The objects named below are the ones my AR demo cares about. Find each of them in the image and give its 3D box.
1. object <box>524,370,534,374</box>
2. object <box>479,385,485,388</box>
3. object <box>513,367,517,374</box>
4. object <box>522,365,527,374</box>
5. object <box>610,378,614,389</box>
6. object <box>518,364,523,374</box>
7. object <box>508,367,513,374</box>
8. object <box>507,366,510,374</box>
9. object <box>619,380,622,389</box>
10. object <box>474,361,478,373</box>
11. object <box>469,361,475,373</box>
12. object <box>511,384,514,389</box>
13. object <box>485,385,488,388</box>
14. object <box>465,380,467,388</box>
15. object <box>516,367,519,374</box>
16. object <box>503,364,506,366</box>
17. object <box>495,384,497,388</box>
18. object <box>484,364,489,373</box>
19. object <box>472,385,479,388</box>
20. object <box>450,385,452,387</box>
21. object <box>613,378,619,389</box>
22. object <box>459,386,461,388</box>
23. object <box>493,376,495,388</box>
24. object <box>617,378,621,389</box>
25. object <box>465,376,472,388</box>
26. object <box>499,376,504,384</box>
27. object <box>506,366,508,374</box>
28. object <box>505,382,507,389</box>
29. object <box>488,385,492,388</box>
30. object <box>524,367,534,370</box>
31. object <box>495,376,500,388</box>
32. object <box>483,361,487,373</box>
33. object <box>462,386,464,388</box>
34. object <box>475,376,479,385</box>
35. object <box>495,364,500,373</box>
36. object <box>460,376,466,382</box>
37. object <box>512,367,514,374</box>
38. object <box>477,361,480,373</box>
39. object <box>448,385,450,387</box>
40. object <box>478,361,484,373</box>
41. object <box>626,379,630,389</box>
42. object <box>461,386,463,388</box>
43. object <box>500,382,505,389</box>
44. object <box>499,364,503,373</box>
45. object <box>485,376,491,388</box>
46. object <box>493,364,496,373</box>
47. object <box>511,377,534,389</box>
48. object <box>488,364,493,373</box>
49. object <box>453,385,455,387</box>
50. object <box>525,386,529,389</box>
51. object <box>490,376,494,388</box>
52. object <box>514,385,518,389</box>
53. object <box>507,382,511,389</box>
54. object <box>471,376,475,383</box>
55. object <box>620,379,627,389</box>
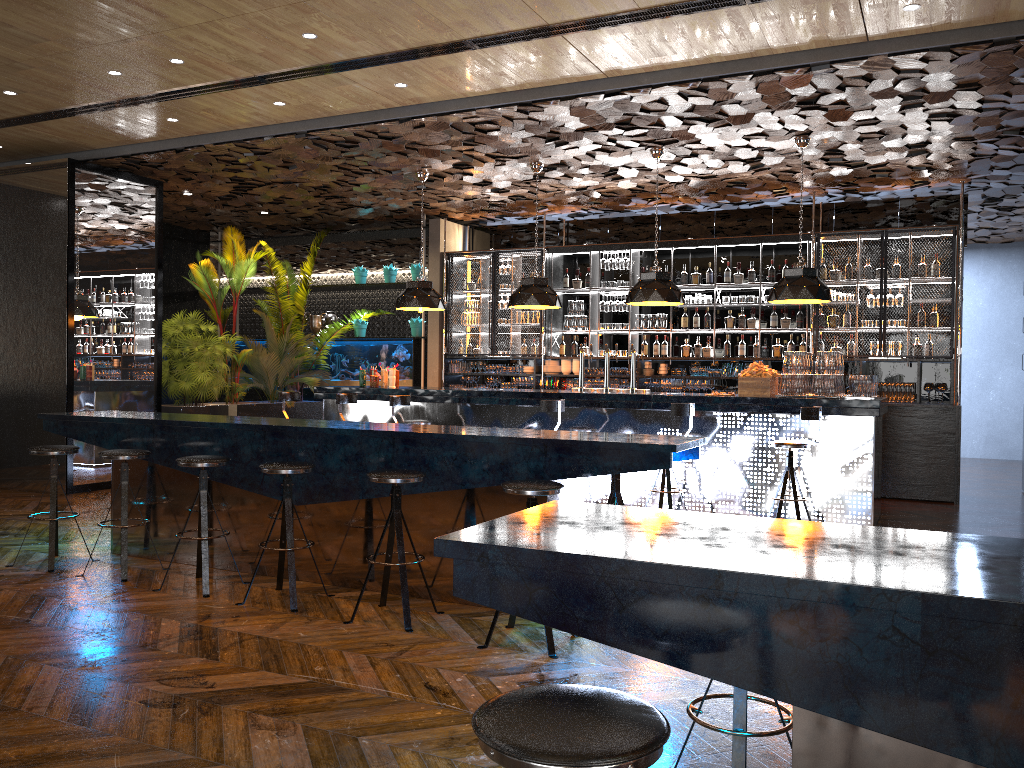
[{"bbox_3d":[0.260,-0.171,12.385,0.211,0.060,0.209,1,1,-15],"label":"object"},{"bbox_3d":[-0.428,0.064,12.652,0.093,0.101,0.093,1,1,-11],"label":"object"},{"bbox_3d":[0.030,-0.196,12.619,0.078,0.099,0.078,1,1,-7],"label":"object"},{"bbox_3d":[0.173,-0.210,12.646,0.074,0.131,0.074,1,1,39],"label":"object"},{"bbox_3d":[1.331,0.038,11.843,0.071,0.226,0.071,1,1,-2],"label":"object"},{"bbox_3d":[0.123,-0.209,12.474,0.074,0.131,0.074,1,1,39],"label":"object"},{"bbox_3d":[-0.021,-0.194,12.441,0.078,0.099,0.078,1,1,-7],"label":"object"},{"bbox_3d":[-0.054,-0.199,12.659,0.078,0.103,0.078,0,1,-21],"label":"object"},{"bbox_3d":[1.466,0.043,11.916,0.092,0.218,0.092,1,1,-14],"label":"object"},{"bbox_3d":[-0.526,-0.242,12.817,0.087,0.170,0.087,1,1,-14],"label":"object"},{"bbox_3d":[-0.578,-0.241,12.710,0.087,0.170,0.087,1,1,-14],"label":"object"},{"bbox_3d":[0.003,0.049,12.611,0.074,0.146,0.065,0,1,-41],"label":"object"},{"bbox_3d":[-0.387,0.063,12.751,0.093,0.101,0.093,0,1,-43],"label":"object"},{"bbox_3d":[-0.658,-0.005,12.888,0.091,0.227,0.091,0,1,-25],"label":"object"},{"bbox_3d":[0.070,-0.196,12.693,0.078,0.099,0.078,1,1,-7],"label":"object"},{"bbox_3d":[-0.127,-0.215,12.691,0.074,0.131,0.074,1,1,39],"label":"object"},{"bbox_3d":[-0.224,0.001,12.833,0.077,0.229,0.088,1,1,0],"label":"object"},{"bbox_3d":[-0.357,-0.219,12.680,0.081,0.132,0.081,1,1,-2],"label":"object"},{"bbox_3d":[-0.526,0.062,12.699,0.093,0.101,0.093,1,1,-6],"label":"object"},{"bbox_3d":[-0.889,0.059,12.874,0.033,0.101,0.033,0,1,-40],"label":"object"},{"bbox_3d":[1.379,0.039,11.775,0.071,0.226,0.071,1,1,-2],"label":"object"},{"bbox_3d":[-0.763,0.069,12.935,0.034,0.080,0.034,1,1,35],"label":"object"},{"bbox_3d":[-0.265,0.002,12.750,0.077,0.229,0.088,1,1,42],"label":"object"},{"bbox_3d":[1.415,0.039,11.848,0.071,0.226,0.071,1,1,-2],"label":"object"},{"bbox_3d":[-0.624,-0.002,12.749,0.091,0.227,0.091,0,1,-41],"label":"object"},{"bbox_3d":[-0.152,0.004,12.736,0.088,0.229,0.077,1,1,27],"label":"object"},{"bbox_3d":[-0.092,-0.198,12.576,0.078,0.103,0.078,0,1,-21],"label":"object"},{"bbox_3d":[-0.087,0.047,12.646,0.065,0.146,0.074,1,1,38],"label":"object"},{"bbox_3d":[-0.338,0.063,12.839,0.093,0.101,0.093,1,1,41],"label":"object"},{"bbox_3d":[0.261,-0.212,12.384,0.209,0.060,0.211,0,1,-20],"label":"object"},{"bbox_3d":[-0.209,0.004,12.627,0.088,0.229,0.077,1,1,25],"label":"object"},{"bbox_3d":[-0.399,-0.241,12.874,0.087,0.170,0.087,1,1,-14],"label":"object"},{"bbox_3d":[-0.723,0.068,13.014,0.034,0.080,0.034,1,1,25],"label":"object"},{"bbox_3d":[-0.523,-0.004,12.945,0.091,0.227,0.091,1,1,-11],"label":"object"},{"bbox_3d":[-0.205,-0.214,12.536,0.074,0.131,0.074,1,1,39],"label":"object"},{"bbox_3d":[-0.708,-0.004,12.792,0.091,0.227,0.091,1,1,-12],"label":"object"},{"bbox_3d":[-0.011,-0.195,12.536,0.078,0.099,0.078,1,1,-7],"label":"object"},{"bbox_3d":[-0.462,-0.240,12.743,0.087,0.170,0.087,1,1,-14],"label":"object"},{"bbox_3d":[-0.913,0.058,12.916,0.028,0.097,0.028,1,1,16],"label":"object"},{"bbox_3d":[-0.446,-0.239,12.635,0.087,0.170,0.087,1,1,-14],"label":"object"},{"bbox_3d":[1.544,0.045,11.850,0.092,0.218,0.092,1,1,-14],"label":"object"},{"bbox_3d":[-0.739,0.069,12.977,0.034,0.080,0.034,1,1,8],"label":"object"},{"bbox_3d":[-0.130,0.048,12.552,0.074,0.146,0.065,1,1,2],"label":"object"},{"bbox_3d":[-0.164,-0.215,12.613,0.074,0.131,0.074,1,1,39],"label":"object"},{"bbox_3d":[-0.338,0.003,12.593,0.088,0.229,0.077,1,1,39],"label":"object"},{"bbox_3d":[-0.255,-0.218,12.707,0.081,0.132,0.081,1,1,-2],"label":"object"},{"bbox_3d":[0.181,0.014,12.453,0.376,0.227,0.186,1,1,24],"label":"object"},{"bbox_3d":[-0.304,-0.217,12.597,0.081,0.132,0.081,1,1,-2],"label":"object"},{"bbox_3d":[-0.845,0.059,12.872,0.031,0.098,0.031,0,1,-26],"label":"object"},{"bbox_3d":[0.267,0.012,12.629,0.376,0.227,0.186,1,1,24],"label":"object"},{"bbox_3d":[-0.297,0.002,12.674,0.088,0.229,0.077,1,1,-14],"label":"object"},{"bbox_3d":[0.052,0.048,12.701,0.065,0.146,0.074,0,1,-42],"label":"object"},{"bbox_3d":[-0.042,0.050,12.514,0.074,0.146,0.065,1,1,20],"label":"object"},{"bbox_3d":[-0.577,-0.003,12.841,0.091,0.227,0.091,1,1,-11],"label":"object"},{"bbox_3d":[1.482,0.045,11.760,0.092,0.218,0.092,1,1,-14],"label":"object"}]
